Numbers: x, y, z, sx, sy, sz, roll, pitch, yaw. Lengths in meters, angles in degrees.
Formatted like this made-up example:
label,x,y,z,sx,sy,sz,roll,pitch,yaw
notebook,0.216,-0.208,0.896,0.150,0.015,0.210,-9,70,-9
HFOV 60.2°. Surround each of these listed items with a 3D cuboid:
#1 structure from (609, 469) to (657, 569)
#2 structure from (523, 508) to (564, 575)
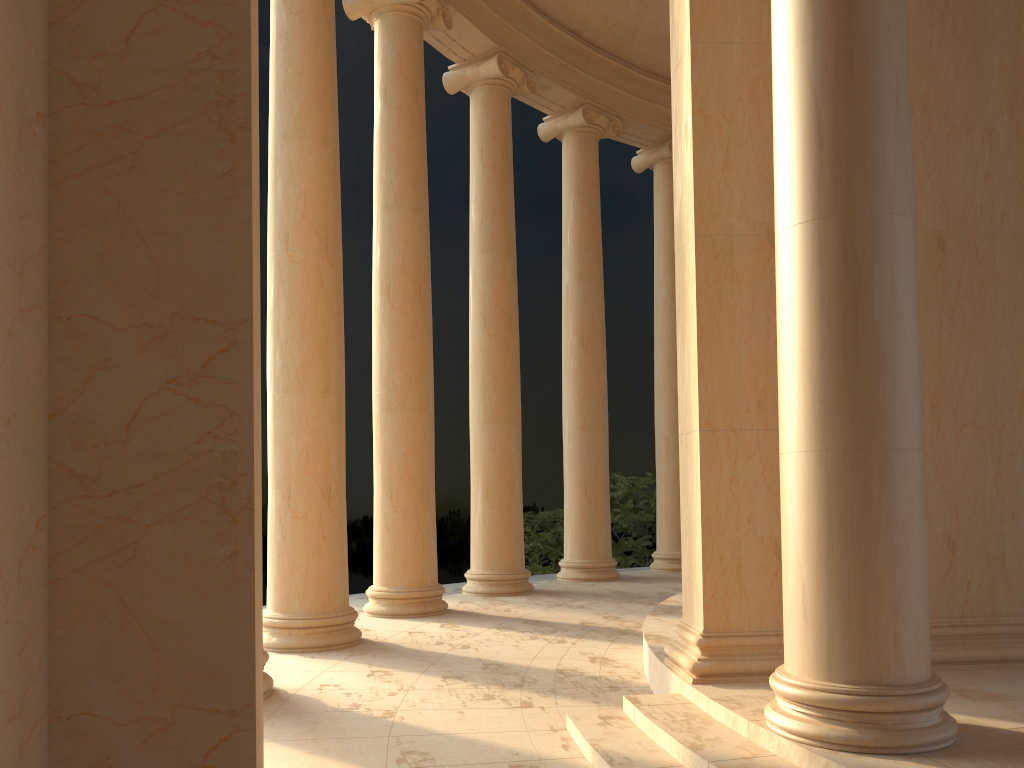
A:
label,x,y,z,sx,sy,sz,roll,pitch,yaw
structure,233.666,302.660,1608.178,247.136,298.558,238.572,-1,-4,-2
structure,45.107,308.285,1521.981,149.257,187.740,156.232,-1,-4,8
